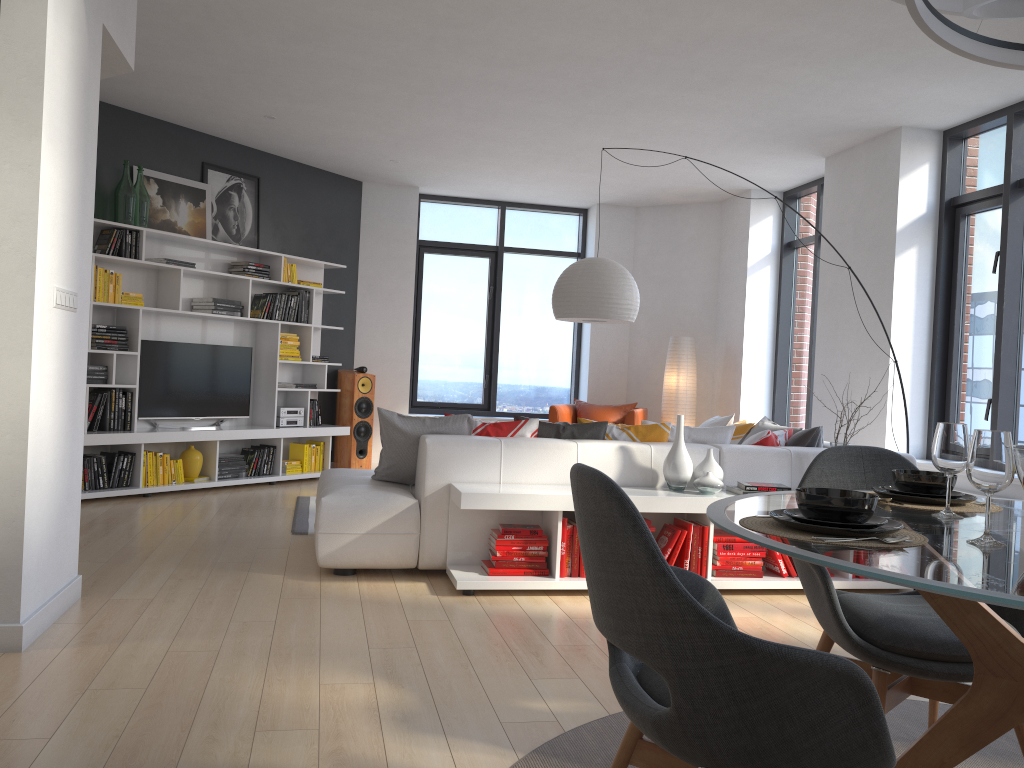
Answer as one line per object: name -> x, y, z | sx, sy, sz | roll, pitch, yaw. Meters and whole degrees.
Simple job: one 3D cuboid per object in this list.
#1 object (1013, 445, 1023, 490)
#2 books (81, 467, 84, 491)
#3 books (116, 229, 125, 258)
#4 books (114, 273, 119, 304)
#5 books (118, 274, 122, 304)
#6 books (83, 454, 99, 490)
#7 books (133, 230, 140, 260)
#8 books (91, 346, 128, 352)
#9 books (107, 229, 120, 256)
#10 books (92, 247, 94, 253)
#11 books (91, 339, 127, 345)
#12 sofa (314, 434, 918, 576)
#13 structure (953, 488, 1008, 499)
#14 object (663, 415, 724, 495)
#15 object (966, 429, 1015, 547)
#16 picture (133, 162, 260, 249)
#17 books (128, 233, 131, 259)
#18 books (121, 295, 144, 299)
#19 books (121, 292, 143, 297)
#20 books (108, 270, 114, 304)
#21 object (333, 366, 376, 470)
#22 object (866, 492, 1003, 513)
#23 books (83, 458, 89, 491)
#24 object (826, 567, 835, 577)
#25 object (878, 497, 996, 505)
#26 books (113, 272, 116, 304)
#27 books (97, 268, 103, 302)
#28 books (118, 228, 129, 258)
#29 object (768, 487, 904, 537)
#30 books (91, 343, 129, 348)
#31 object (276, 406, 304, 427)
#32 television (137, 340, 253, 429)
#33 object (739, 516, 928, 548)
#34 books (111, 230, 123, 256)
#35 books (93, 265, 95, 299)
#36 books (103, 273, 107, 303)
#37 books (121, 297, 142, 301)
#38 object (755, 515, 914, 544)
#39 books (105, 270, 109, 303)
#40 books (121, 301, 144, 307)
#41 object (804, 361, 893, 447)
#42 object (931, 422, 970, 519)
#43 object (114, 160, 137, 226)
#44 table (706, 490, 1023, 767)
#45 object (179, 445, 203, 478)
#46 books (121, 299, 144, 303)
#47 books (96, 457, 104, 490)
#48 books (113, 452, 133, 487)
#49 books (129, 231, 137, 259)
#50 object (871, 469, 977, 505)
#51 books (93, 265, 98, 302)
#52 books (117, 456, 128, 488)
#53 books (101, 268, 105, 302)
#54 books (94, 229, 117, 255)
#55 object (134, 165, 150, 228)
object -> 1.169, 0.229, 1.818 | 0.278, 0.184, 0.278 | 3, 0, -4
books -> -3.176, 0.635, 6.435 | 0.202, 0.268, 0.053 | 3, 1, 33
books -> -2.989, -1.057, 6.728 | 0.156, 0.221, 0.021 | 3, 1, 33
books -> -3.034, -0.718, 6.704 | 0.172, 0.234, 0.024 | 3, 1, 33
books -> -3.023, -0.717, 6.728 | 0.172, 0.234, 0.024 | 3, 1, 33
books -> -3.112, 0.645, 6.522 | 0.193, 0.255, 0.066 | 3, 1, 32
books -> -2.926, -1.062, 6.814 | 0.174, 0.230, 0.019 | 3, 1, 33
books -> -3.062, -0.265, 6.672 | 0.189, 0.026, 0.263 | 3, 1, 31
books -> -3.041, -1.056, 6.670 | 0.171, 0.214, 0.087 | 3, 1, 33
books -> -3.198, -0.980, 6.395 | 0.208, 0.046, 0.268 | 3, 1, 36
books -> -3.079, -0.319, 6.678 | 0.209, 0.030, 0.266 | 3, 1, 31
sofa -> 0.425, 0.662, 6.017 | 3.424, 0.732, 2.614 | 3, 0, -12
structure -> 2.913, 0.922, 5.770 | 0.110, 0.460, 1.015 | 3, 0, -12
object -> 0.959, 0.366, 4.667 | 0.316, 0.398, 0.319 | 3, 0, 12
object -> 0.925, 0.200, 1.718 | 0.083, 0.220, 0.083 | 3, 0, 16
picture -> -2.631, -1.537, 7.508 | 0.076, 0.707, 1.279 | 3, 1, 33
books -> -2.963, -1.048, 6.769 | 0.147, 0.200, 0.021 | 3, 1, 33
books -> -2.954, -0.667, 6.813 | 0.134, 0.014, 0.187 | 3, 1, 33
books -> -2.965, -0.687, 6.817 | 0.138, 0.026, 0.186 | 3, 1, 33
books -> -3.064, -0.727, 6.660 | 0.185, 0.250, 0.035 | 3, 1, 33
object -> -1.607, 0.362, 8.878 | 0.290, 1.088, 0.434 | 2, 1, -42
object -> 1.101, 0.313, 2.361 | 0.360, 0.002, 0.360 | 3, 1, 30
books -> -3.156, 0.651, 6.460 | 0.189, 0.240, 0.053 | 3, 1, 33
object -> 1.663, 0.890, 4.736 | 0.125, 0.258, 0.125 | 3, 1, -35
object -> 1.092, 0.305, 2.359 | 0.309, 0.015, 0.206 | 3, 0, -8
books -> -3.050, -0.721, 6.686 | 0.169, 0.239, 0.023 | 3, 1, 33
books -> -3.119, -0.731, 6.580 | 0.198, 0.255, 0.044 | 3, 1, 33
books -> -2.980, -1.063, 6.751 | 0.176, 0.232, 0.025 | 3, 1, 33
object -> 0.655, 0.257, 1.797 | 0.258, 0.074, 0.258 | 3, 1, -32
books -> -3.061, -0.290, 6.674 | 0.189, 0.025, 0.270 | 3, 1, 32
object -> -2.111, 0.300, 8.172 | 0.270, 0.174, 0.285 | 3, 1, 33
television -> -2.640, 0.014, 7.444 | 0.207, 0.704, 1.102 | 3, 1, 33
object -> 0.645, 0.295, 1.796 | 0.360, 0.002, 0.360 | 2, 1, -37
books -> -3.015, -1.056, 6.687 | 0.154, 0.212, 0.074 | 3, 1, 32
books -> -3.141, -0.739, 6.521 | 0.204, 0.270, 0.029 | 3, 1, 33
books -> -3.077, -0.715, 6.611 | 0.156, 0.229, 0.024 | 3, 1, 33
books -> -2.945, -0.650, 6.800 | 0.113, 0.018, 0.169 | 3, 1, 34
object -> 0.648, 0.287, 1.790 | 0.206, 0.015, 0.309 | 3, 0, -8
books -> -3.081, -0.728, 6.639 | 0.180, 0.251, 0.019 | 3, 1, 33
books -> -2.957, -0.615, 6.812 | 0.147, 0.033, 0.190 | 3, 1, 33
object -> 1.822, 0.233, 4.767 | 0.406, 0.744, 0.607 | 3, 0, 28
object -> 1.032, 0.202, 2.090 | 0.083, 0.220, 0.083 | 2, 1, -40
object -> -2.941, -1.451, 6.745 | 0.157, 0.507, 0.157 | 2, 1, -44
table -> 1.149, 0.703, 1.834 | 1.499, 0.764, 1.499 | 3, 0, -23
object -> -2.623, 0.631, 7.244 | 0.185, 0.257, 0.185 | 3, 0, 10
books -> -2.959, -0.638, 6.815 | 0.148, 0.011, 0.196 | 3, 1, 33
books -> -3.090, 0.651, 6.543 | 0.177, 0.242, 0.066 | 3, 1, 33
books -> -2.983, 0.651, 6.743 | 0.191, 0.249, 0.084 | 3, 1, 33
books -> -2.948, -1.056, 6.794 | 0.169, 0.218, 0.038 | 3, 1, 33
object -> 1.101, 0.275, 2.372 | 0.258, 0.074, 0.258 | 3, 1, -32
books -> -3.134, -0.739, 6.548 | 0.213, 0.270, 0.025 | 3, 1, 33
books -> -2.994, 0.653, 6.705 | 0.179, 0.243, 0.071 | 3, 1, 32
books -> -3.104, -0.733, 6.607 | 0.199, 0.263, 0.015 | 3, 1, 33
books -> -3.053, -1.058, 6.639 | 0.166, 0.213, 0.096 | 3, 1, 31
object -> -2.904, -1.450, 6.907 | 0.157, 0.507, 0.157 | 2, 1, -44
